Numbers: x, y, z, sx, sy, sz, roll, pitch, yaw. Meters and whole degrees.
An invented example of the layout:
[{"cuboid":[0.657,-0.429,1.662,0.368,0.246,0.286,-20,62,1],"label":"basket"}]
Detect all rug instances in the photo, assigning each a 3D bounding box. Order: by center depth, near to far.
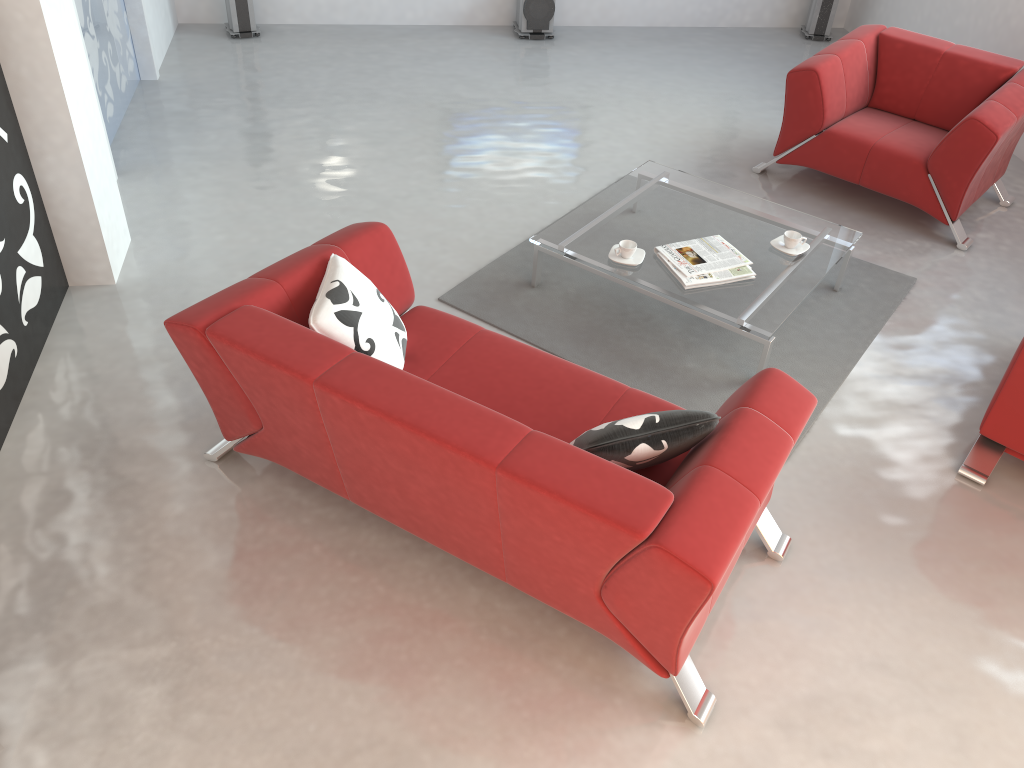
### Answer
[{"cuboid":[0.843,-0.457,4.258,1.700,0.025,1.700,27,44,25],"label":"rug"}]

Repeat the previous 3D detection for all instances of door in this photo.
[{"cuboid":[-2.304,-2.558,4.554,0.240,2.550,1.600,-3,40,-9],"label":"door"}]

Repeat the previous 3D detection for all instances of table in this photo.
[{"cuboid":[0.859,-0.575,4.174,1.162,0.286,1.097,27,44,25],"label":"table"}]

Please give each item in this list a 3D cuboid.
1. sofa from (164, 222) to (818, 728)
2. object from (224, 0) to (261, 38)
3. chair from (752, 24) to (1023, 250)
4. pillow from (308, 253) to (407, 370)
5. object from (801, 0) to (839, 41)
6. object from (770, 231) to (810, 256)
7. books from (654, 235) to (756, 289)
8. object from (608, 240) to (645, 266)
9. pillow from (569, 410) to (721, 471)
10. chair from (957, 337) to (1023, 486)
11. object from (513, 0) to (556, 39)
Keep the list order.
[{"cuboid":[-0.072,0.138,2.871,1.929,0.738,0.951,23,43,22],"label":"sofa"},{"cuboid":[-2.009,-3.125,6.360,0.255,1.184,0.273,-13,42,-20],"label":"object"},{"cuboid":[2.226,-1.467,5.041,1.288,0.738,0.951,31,46,29],"label":"chair"},{"cuboid":[-0.502,-0.186,2.951,0.288,0.343,0.402,2,39,-3],"label":"pillow"},{"cuboid":[2.577,-3.377,7.066,0.255,1.184,0.273,6,39,3],"label":"object"},{"cuboid":[1.263,-0.645,4.015,0.153,0.069,0.153,-28,49,-33],"label":"object"},{"cuboid":[0.843,-0.542,3.878,0.367,0.035,0.345,-10,41,-16],"label":"books"},{"cuboid":[0.504,-0.580,3.868,0.153,0.069,0.153,14,40,12],"label":"object"},{"cuboid":[0.347,0.179,2.575,0.402,0.343,0.288,-8,41,-15],"label":"pillow"},{"cuboid":[2.448,-0.036,3.302,0.951,0.738,1.288,31,46,29],"label":"chair"},{"cuboid":[0.182,-2.952,6.979,0.336,0.374,0.337,-3,40,-9],"label":"object"}]
